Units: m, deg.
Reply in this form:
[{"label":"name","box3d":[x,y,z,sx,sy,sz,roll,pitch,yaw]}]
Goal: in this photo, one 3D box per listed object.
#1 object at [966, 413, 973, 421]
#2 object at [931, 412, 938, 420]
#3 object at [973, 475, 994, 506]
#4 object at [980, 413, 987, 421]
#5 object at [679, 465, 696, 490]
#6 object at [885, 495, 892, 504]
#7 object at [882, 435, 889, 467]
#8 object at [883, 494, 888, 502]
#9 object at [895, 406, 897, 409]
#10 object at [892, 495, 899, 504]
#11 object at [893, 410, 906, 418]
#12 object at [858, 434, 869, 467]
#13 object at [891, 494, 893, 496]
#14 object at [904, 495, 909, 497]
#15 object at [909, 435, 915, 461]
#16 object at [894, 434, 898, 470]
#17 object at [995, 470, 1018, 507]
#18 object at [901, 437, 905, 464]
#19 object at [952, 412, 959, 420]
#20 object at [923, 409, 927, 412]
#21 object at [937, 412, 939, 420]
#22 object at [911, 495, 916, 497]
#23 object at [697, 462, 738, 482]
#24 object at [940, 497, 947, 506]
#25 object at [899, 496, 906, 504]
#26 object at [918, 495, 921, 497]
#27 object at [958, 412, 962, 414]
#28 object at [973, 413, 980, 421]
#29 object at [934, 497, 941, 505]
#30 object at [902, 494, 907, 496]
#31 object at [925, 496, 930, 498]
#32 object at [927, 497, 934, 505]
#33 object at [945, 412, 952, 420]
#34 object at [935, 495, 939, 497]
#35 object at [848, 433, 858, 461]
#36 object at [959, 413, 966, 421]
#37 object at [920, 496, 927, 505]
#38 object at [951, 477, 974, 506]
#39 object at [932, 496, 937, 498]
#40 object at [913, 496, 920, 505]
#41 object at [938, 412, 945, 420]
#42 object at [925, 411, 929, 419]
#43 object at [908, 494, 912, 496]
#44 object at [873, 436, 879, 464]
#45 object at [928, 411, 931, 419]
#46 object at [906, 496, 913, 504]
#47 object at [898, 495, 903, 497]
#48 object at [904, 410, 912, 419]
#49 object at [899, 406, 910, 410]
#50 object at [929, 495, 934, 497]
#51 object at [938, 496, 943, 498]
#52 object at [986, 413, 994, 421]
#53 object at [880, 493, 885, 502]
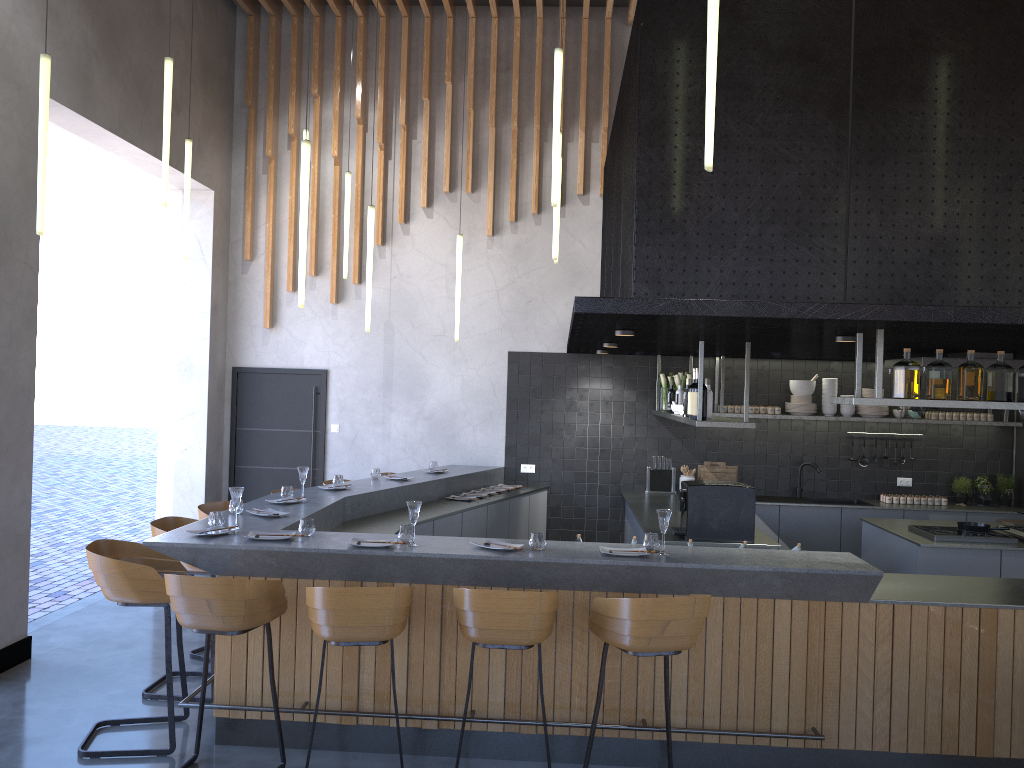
[{"label":"object","box3d":[4.470,0.321,8.671,0.062,0.078,0.062,2,0,8]},{"label":"object","box3d":[4.136,0.310,8.689,0.062,0.078,0.062,2,0,8]},{"label":"object","box3d":[4.679,1.050,8.805,0.172,0.311,0.179,2,0,14]},{"label":"object","box3d":[4.601,0.325,8.664,0.062,0.078,0.062,2,0,8]},{"label":"object","box3d":[1.778,0.965,8.978,0.158,0.303,0.175,2,0,6]},{"label":"object","box3d":[3.710,1.135,8.736,0.062,0.078,0.062,2,0,8]},{"label":"object","box3d":[3.772,0.674,8.943,0.068,0.337,0.024,2,0,3]},{"label":"object","box3d":[3.713,1.135,8.804,0.062,0.078,0.062,2,0,8]},{"label":"object","box3d":[3.804,0.259,8.742,0.019,0.082,0.111,2,0,43]},{"label":"object","box3d":[3.778,1.137,8.732,0.062,0.078,0.062,2,0,8]},{"label":"object","box3d":[3.829,0.297,8.769,0.118,0.083,0.118,2,0,31]},{"label":"object","box3d":[3.553,0.666,8.951,0.104,0.336,0.031,2,0,2]},{"label":"object","box3d":[3.782,1.137,8.800,0.062,0.078,0.062,2,0,8]},{"label":"object","box3d":[3.915,1.141,8.793,0.062,0.078,0.062,2,0,8]},{"label":"object","box3d":[4.016,0.641,8.890,0.074,0.256,0.074,2,0,-42]},{"label":"object","box3d":[3.871,0.690,8.937,0.033,0.363,0.024,2,0,3]},{"label":"object","box3d":[4.892,1.028,8.779,0.196,0.367,0.186,2,0,-42]},{"label":"object","box3d":[3.945,0.659,8.941,0.035,0.298,0.032,2,0,45]},{"label":"object","box3d":[4.337,0.317,8.678,0.062,0.078,0.062,2,0,8]},{"label":"object","box3d":[3.993,0.278,8.656,0.111,0.082,0.019,2,0,3]},{"label":"object","box3d":[4.208,0.313,8.754,0.062,0.078,0.062,2,0,8]},{"label":"object","box3d":[3.981,1.143,8.789,0.062,0.078,0.062,2,0,8]},{"label":"object","box3d":[2.103,0.962,9.048,0.400,0.330,0.098,2,0,3]},{"label":"object","box3d":[4.240,1.151,8.707,0.062,0.078,0.062,2,0,8]},{"label":"object","box3d":[3.844,1.139,8.728,0.062,0.078,0.062,2,0,8]},{"label":"object","box3d":[4.047,1.145,8.786,0.062,0.078,0.062,2,0,8]},{"label":"object","box3d":[4.408,0.319,8.743,0.062,0.078,0.062,2,0,8]},{"label":"object","box3d":[4.535,0.323,8.668,0.062,0.078,0.062,2,0,8]},{"label":"object","box3d":[4.175,1.149,8.710,0.062,0.078,0.062,2,0,8]},{"label":"object","box3d":[3.918,1.142,8.865,0.062,0.078,0.062,2,0,8]},{"label":"object","box3d":[4.112,1.147,8.782,0.062,0.078,0.062,2,0,8]},{"label":"object","box3d":[4.108,1.147,8.714,0.062,0.078,0.062,2,0,8]},{"label":"object","box3d":[4.271,0.315,8.682,0.062,0.078,0.062,2,0,8]},{"label":"object","box3d":[4.248,1.152,8.847,0.062,0.078,0.062,2,0,8]},{"label":"object","box3d":[3.436,0.635,8.916,0.103,0.280,0.103,2,0,-45]},{"label":"object","box3d":[4.404,0.319,8.675,0.062,0.078,0.062,2,0,8]},{"label":"object","box3d":[4.043,1.145,8.718,0.062,0.078,0.062,2,0,8]},{"label":"object","box3d":[4.482,1.058,8.822,0.211,0.283,0.221,2,0,16]},{"label":"object","box3d":[4.178,1.149,8.778,0.062,0.078,0.062,2,0,8]},{"label":"object","box3d":[3.978,1.143,8.721,0.062,0.078,0.062,2,0,8]},{"label":"object","box3d":[4.205,0.313,8.686,0.062,0.078,0.062,2,0,8]},{"label":"object","box3d":[4.144,0.311,8.829,0.062,0.078,0.062,2,0,8]},{"label":"object","box3d":[3.985,1.144,8.861,0.062,0.078,0.062,2,0,8]},{"label":"object","box3d":[3.668,0.655,8.941,0.062,0.306,0.038,2,0,3]},{"label":"object","box3d":[4.140,0.311,8.757,0.062,0.078,0.062,2,0,8]},{"label":"object","box3d":[3.911,1.141,8.725,0.062,0.078,0.062,2,0,8]},{"label":"object","box3d":[3.848,1.139,8.796,0.062,0.078,0.062,2,0,8]},{"label":"object","box3d":[3.948,0.301,8.822,0.118,0.083,0.118,2,0,35]},{"label":"object","box3d":[3.893,0.217,8.788,0.118,0.083,0.118,2,0,-9]},{"label":"object","box3d":[4.182,1.150,8.850,0.062,0.078,0.062,2,0,8]},{"label":"object","box3d":[4.244,1.151,8.775,0.062,0.078,0.062,2,0,8]},{"label":"object","box3d":[4.667,0.326,8.660,0.062,0.078,0.062,2,0,8]},{"label":"object","box3d":[3.717,1.136,8.876,0.062,0.078,0.062,2,0,8]}]
